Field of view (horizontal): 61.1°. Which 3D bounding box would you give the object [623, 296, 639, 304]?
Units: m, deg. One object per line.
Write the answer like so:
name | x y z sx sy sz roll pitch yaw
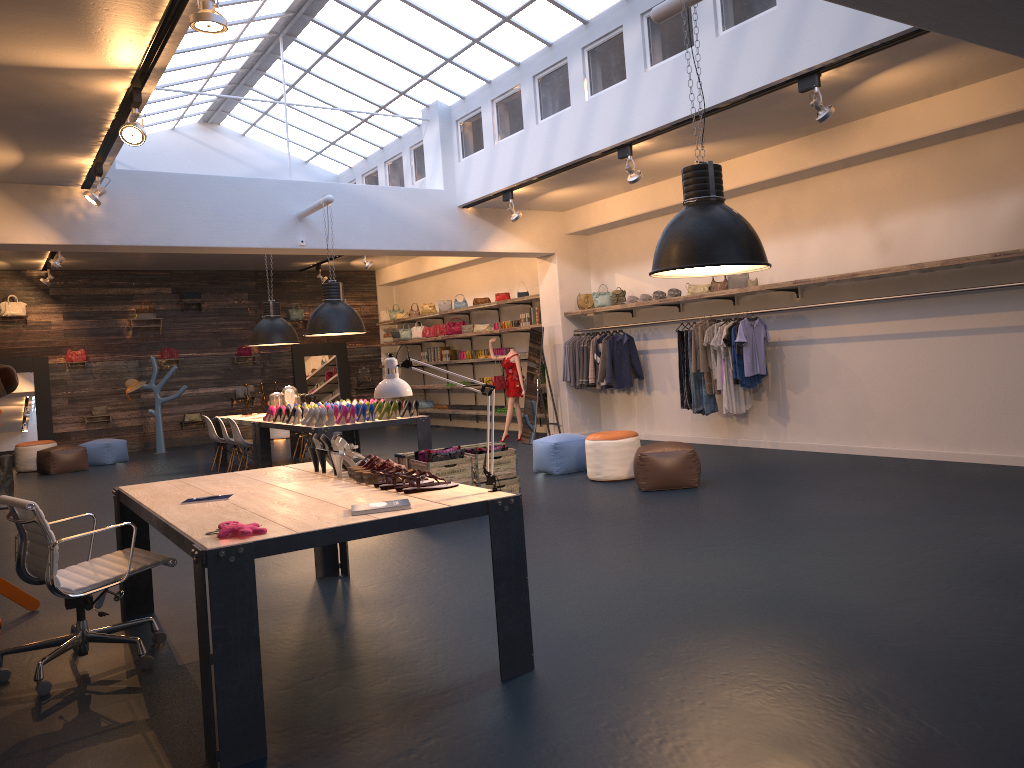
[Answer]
object | 1.685 -1.191 12.311 0.238 0.125 0.185 -4 1 3

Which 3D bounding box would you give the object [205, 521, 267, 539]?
object | -1.025 0.530 3.208 0.171 0.051 0.281 -5 2 -37

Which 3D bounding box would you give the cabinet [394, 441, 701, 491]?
cabinet | 0.422 0.784 7.932 2.973 0.549 0.699 -4 1 -21

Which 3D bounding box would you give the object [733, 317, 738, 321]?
object | 2.709 -0.765 10.487 0.420 0.198 0.008 -5 -1 -34

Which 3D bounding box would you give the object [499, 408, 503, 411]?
object | -0.119 0.454 15.309 0.254 0.068 0.077 -5 1 -28

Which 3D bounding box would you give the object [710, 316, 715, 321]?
object | 2.493 -0.770 10.836 0.438 0.179 0.016 -5 -1 -33

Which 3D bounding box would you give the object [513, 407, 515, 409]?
object | 0.049 0.442 15.328 0.079 0.073 0.254 -4 1 35

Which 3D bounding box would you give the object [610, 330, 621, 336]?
object | 1.483 -0.733 12.512 0.467 0.220 0.009 -5 -1 -35

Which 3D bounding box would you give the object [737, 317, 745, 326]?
object | 2.784 -0.757 10.369 0.466 0.220 0.009 -5 -1 -34

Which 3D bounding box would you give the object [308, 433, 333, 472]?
object | -1.044 0.388 5.073 0.303 0.224 0.109 -4 0 -34

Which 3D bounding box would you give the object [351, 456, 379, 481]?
object | -0.712 0.434 4.552 0.280 0.117 0.092 -5 1 -41

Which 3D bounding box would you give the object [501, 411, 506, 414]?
object | -0.092 0.486 15.074 0.254 0.058 0.076 -5 1 -38

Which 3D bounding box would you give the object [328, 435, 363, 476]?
object | -0.894 0.385 4.850 0.304 0.224 0.109 -4 0 -43

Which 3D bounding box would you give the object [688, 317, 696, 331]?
object | 2.336 -0.769 11.105 0.252 0.177 0.013 -4 -1 -35

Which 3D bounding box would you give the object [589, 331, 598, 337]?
object | 1.218 -0.729 12.936 0.467 0.220 0.009 -5 -1 -35

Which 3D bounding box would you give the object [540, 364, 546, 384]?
object | 0.592 -0.185 14.152 0.371 0.356 0.149 -4 -1 -34

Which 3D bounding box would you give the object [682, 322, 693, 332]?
object | 2.279 -0.768 11.199 0.252 0.177 0.013 -4 -1 -35

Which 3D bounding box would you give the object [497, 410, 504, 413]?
object | -0.179 0.488 15.217 0.254 0.058 0.076 -5 1 -38

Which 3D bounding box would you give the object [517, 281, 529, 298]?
object | 0.182 -1.585 14.570 0.204 0.280 0.058 -4 -1 -5

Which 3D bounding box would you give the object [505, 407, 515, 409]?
object | -0.050 0.443 15.492 0.238 0.053 0.084 -4 1 -4

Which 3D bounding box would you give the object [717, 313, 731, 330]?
object | 2.637 -0.764 10.613 0.391 0.198 0.013 -5 -1 -35

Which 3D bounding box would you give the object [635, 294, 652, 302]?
object | 1.829 -1.193 12.074 0.238 0.125 0.185 -4 1 3

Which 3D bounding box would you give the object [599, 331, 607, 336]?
object | 1.343 -0.733 12.759 0.467 0.220 0.009 -5 -1 -35

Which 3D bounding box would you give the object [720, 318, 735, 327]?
object | 2.659 -0.775 10.577 0.391 0.177 0.013 -5 -1 -35

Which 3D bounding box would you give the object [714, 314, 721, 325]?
object | 2.557 -0.752 10.742 0.467 0.220 0.009 -5 -1 -35

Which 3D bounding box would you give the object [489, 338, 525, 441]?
object | 0.012 0.070 13.800 0.689 1.667 0.372 -4 -1 34

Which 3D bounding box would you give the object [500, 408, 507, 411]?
object | -0.102 0.453 15.225 0.254 0.064 0.079 -5 1 -28

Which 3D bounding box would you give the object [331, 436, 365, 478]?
object | -0.846 0.386 4.728 0.304 0.224 0.109 -4 0 -42

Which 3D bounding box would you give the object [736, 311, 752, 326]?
object | 2.806 -0.775 10.324 0.439 0.179 0.016 -5 -1 -33

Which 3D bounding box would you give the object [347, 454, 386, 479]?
object | -0.756 0.434 4.653 0.278 0.117 0.093 -4 0 -30

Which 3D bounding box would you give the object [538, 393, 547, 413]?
object | 0.521 0.309 14.401 0.403 0.339 0.201 -4 0 -27

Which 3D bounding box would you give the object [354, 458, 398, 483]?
object | -0.680 0.435 4.453 0.276 0.117 0.093 -4 0 -26

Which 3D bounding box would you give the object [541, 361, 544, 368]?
object | 0.455 -0.203 14.471 0.399 0.391 0.167 -4 -1 -21

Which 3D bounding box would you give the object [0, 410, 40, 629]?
object | -3.117 0.516 4.994 0.456 1.731 0.433 -3 -1 -6

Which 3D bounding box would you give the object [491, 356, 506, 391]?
object | -0.224 -0.179 13.944 0.083 0.554 0.343 -5 -1 35

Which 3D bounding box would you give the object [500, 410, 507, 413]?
object | -0.124 0.486 15.155 0.254 0.058 0.076 -5 1 -38

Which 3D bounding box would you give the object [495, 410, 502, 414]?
object | -0.211 0.487 15.298 0.254 0.058 0.076 -5 1 -38

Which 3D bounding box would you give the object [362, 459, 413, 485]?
object | -0.618 0.434 4.361 0.280 0.117 0.092 -5 1 -39

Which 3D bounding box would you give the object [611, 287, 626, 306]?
object | 1.537 -1.268 12.646 0.257 0.284 0.353 -4 0 -14

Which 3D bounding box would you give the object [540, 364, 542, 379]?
object | 0.527 -0.177 14.325 0.403 0.339 0.201 -4 0 -27

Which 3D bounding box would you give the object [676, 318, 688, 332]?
object | 2.216 -0.767 11.302 0.252 0.177 0.013 -4 -1 -35

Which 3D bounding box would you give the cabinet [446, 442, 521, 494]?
cabinet | -0.237 0.831 7.823 0.509 0.549 0.511 -4 0 -33

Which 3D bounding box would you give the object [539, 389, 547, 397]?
object | 0.449 0.283 14.548 0.399 0.391 0.167 -4 -1 -21

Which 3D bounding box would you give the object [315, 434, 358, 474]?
object | -0.975 0.387 4.971 0.302 0.224 0.109 -4 0 -33

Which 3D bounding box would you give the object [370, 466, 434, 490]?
object | -0.529 0.445 4.210 0.303 0.091 0.206 -5 1 -29

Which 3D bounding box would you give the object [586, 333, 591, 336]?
object | 1.151 -0.728 13.047 0.467 0.220 0.009 -5 -1 -35

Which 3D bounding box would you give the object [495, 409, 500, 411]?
object | -0.189 0.456 15.367 0.255 0.063 0.077 -5 1 -30

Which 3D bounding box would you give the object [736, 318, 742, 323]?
object | 2.745 -0.756 10.434 0.466 0.220 0.009 -5 -1 -33

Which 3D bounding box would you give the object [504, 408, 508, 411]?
object | -0.032 0.451 15.165 0.254 0.068 0.078 -5 1 -28

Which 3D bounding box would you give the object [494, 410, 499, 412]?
object | -0.263 0.489 15.367 0.254 0.058 0.076 -5 1 -38

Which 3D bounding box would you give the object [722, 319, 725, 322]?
object | 2.603 -0.763 10.658 0.326 0.198 0.011 -4 -1 -34

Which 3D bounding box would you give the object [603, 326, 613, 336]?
object | 1.402 -0.734 12.663 0.467 0.220 0.009 -5 -1 -35

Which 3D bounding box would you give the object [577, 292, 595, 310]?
object | 1.156 -1.255 13.212 0.326 0.284 0.199 -4 0 -6

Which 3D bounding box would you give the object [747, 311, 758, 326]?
object | 2.844 -0.777 10.266 0.439 0.179 0.016 -5 -1 -33

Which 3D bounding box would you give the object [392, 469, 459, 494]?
object | -0.399 0.442 4.032 0.301 0.091 0.197 -5 2 -34

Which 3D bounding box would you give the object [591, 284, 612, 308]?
object | 1.366 -1.311 12.968 0.367 0.367 0.176 -4 -1 1

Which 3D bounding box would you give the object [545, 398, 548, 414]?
object | 0.691 0.306 14.123 0.404 0.339 0.201 -4 0 -27

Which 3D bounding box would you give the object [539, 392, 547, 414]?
object | 0.586 0.300 14.228 0.371 0.356 0.149 -4 -1 -34

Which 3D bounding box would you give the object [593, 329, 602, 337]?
object | 1.266 -0.730 12.859 0.467 0.220 0.009 -5 -1 -35
